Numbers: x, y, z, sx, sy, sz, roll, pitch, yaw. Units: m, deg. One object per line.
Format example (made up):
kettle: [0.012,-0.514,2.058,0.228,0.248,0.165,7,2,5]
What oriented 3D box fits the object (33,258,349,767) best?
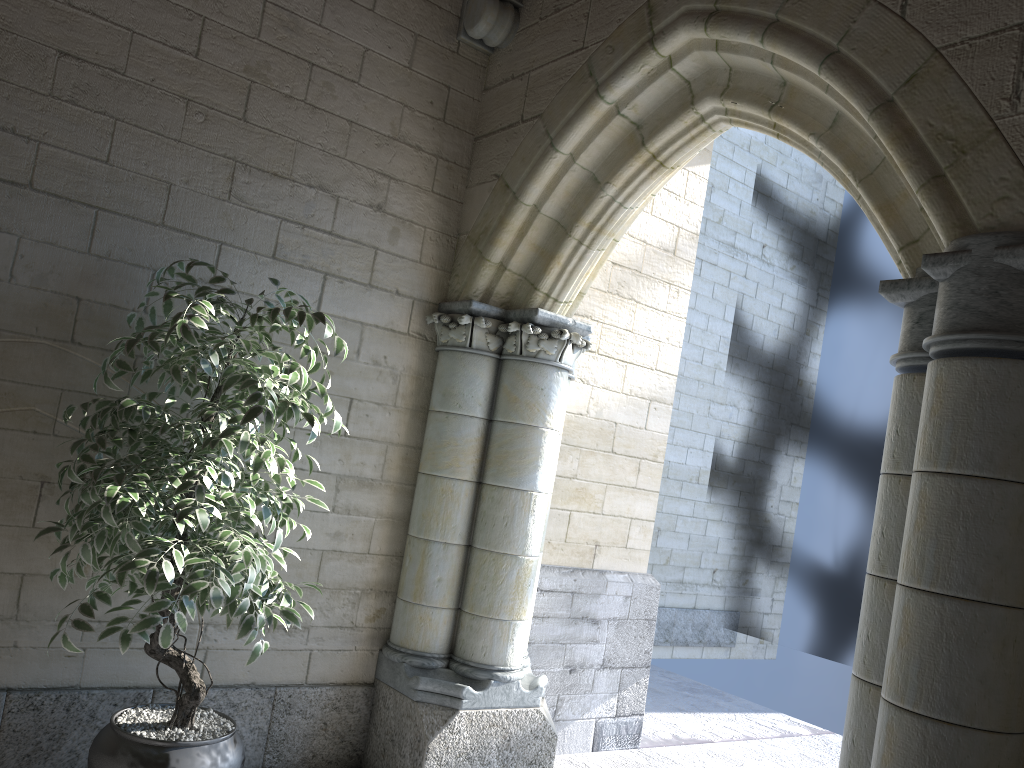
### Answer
object: [-0.898,0.443,2.452,0.755,1.613,0.785,12,-5,-40]
